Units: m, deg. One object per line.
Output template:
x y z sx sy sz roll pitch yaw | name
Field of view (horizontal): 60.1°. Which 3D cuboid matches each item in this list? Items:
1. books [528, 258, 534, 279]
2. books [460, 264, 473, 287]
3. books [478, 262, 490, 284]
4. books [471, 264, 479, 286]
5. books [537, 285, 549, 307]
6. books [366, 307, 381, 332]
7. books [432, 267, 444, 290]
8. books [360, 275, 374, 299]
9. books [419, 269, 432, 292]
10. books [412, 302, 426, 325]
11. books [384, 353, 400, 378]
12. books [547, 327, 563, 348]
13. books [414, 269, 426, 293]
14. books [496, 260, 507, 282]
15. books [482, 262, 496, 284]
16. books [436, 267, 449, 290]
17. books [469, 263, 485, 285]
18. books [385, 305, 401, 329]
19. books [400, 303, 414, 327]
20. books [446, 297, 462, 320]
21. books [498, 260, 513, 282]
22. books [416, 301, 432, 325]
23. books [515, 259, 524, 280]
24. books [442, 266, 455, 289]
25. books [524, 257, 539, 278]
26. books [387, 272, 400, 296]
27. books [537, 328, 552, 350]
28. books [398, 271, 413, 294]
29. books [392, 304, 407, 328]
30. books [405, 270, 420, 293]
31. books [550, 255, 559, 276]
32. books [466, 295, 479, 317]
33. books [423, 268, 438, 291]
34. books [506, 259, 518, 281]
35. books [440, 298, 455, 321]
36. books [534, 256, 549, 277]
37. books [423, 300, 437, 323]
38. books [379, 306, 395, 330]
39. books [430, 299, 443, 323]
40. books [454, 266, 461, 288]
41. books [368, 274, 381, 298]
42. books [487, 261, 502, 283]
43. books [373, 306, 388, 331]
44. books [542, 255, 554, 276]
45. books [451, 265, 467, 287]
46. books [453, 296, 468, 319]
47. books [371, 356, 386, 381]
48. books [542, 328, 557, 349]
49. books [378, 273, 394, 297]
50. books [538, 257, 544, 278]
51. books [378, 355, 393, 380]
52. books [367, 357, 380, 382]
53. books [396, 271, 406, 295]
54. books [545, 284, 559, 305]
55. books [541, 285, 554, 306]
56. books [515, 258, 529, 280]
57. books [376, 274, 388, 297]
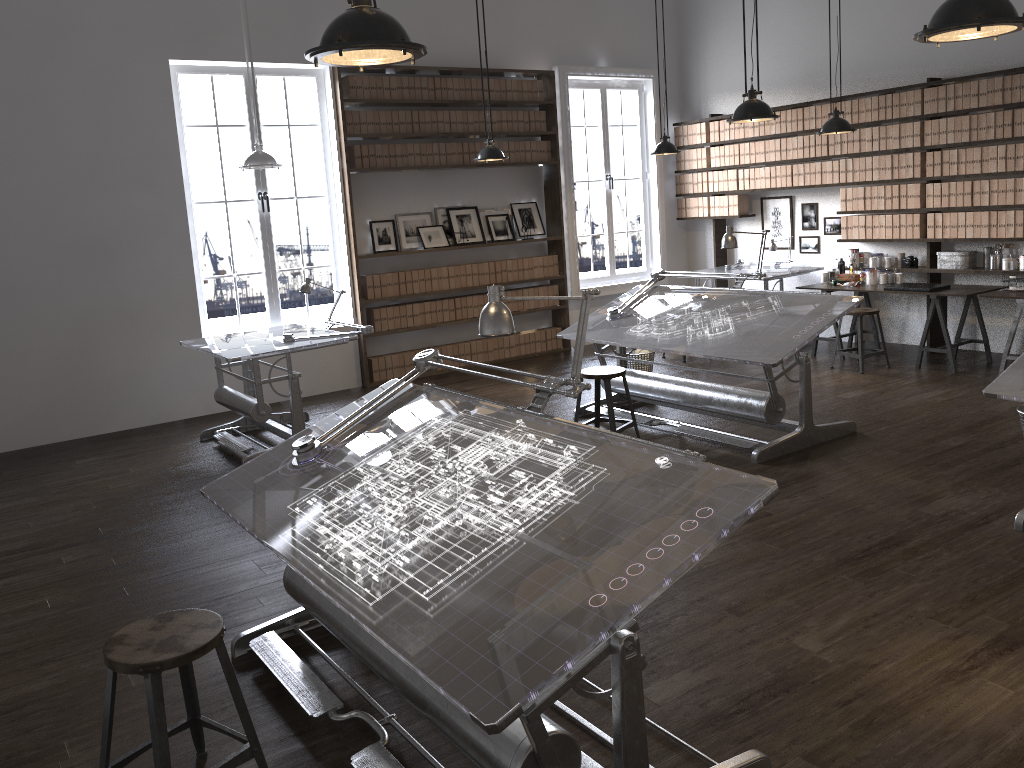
0.157 -1.252 9.581 0.067 0.224 0.175 -10 11 -33 | books
-0.485 -1.121 9.151 0.067 0.224 0.175 -10 11 -33 | books
-0.314 -1.156 9.266 0.067 0.224 0.175 -10 11 -33 | books
-0.424 -1.133 9.188 0.067 0.224 0.175 -10 11 -33 | books
0.320 -0.965 9.724 0.067 0.224 0.175 -10 11 -33 | books
-1.346 -0.625 8.606 0.067 0.224 0.175 -10 11 -33 | books
-0.771 -1.063 8.963 0.067 0.224 0.175 -10 11 -33 | books
-1.404 -0.934 8.538 0.067 0.224 0.175 -10 11 -33 | books
-0.882 -1.041 8.890 0.067 0.224 0.175 -10 11 -33 | books
-0.945 -0.708 8.879 0.067 0.224 0.175 -10 11 -33 | books
-1.189 -0.179 8.763 0.067 0.224 0.175 -10 11 -33 | books
0.480 -0.519 9.877 0.067 0.224 0.175 -10 11 -33 | books
-0.940 -1.029 8.851 0.067 0.224 0.175 -10 11 -33 | books
-0.130 -1.194 9.391 0.067 0.224 0.175 -10 11 -33 | books
-0.253 -1.169 9.310 0.067 0.224 0.175 -10 11 -33 | books
-0.718 -1.074 8.996 0.067 0.224 0.175 -10 11 -33 | books
-0.364 -1.145 9.228 0.067 0.224 0.175 -10 11 -33 | books
-1.173 -0.662 8.730 0.067 0.224 0.175 -10 11 -33 | books
-1.054 -0.685 8.802 0.067 0.224 0.175 -10 11 -33 | books
-0.595 -0.778 9.108 0.067 0.224 0.175 -10 11 -33 | books
-0.069 -1.205 9.427 0.067 0.224 0.175 -10 11 -33 | books
-0.887 -0.718 8.912 0.067 0.224 0.175 -10 11 -33 | books
0.045 -1.229 9.508 0.067 0.224 0.175 -10 11 -33 | books
-0.657 -1.086 9.034 0.067 0.224 0.175 -10 11 -33 | books
0.209 -1.262 9.614 0.067 0.224 0.175 -10 11 -33 | books
-1.181 -0.980 8.691 0.067 0.224 0.175 -10 11 -33 | books
0.358 -0.493 9.792 0.067 0.224 0.175 -10 11 -33 | books
-1.058 -1.005 8.773 0.067 0.224 0.175 -10 11 -33 | books
-1.114 -0.674 8.767 0.067 0.224 0.175 -10 11 -33 | books
-0.996 -1.017 8.809 0.067 0.224 0.175 -10 11 -33 | books
0.435 -1.307 9.760 0.067 0.224 0.175 -10 11 -33 | books
-0.421 -0.814 9.226 0.067 0.224 0.175 -10 11 -33 | books
-0.823 -1.051 8.922 0.067 0.224 0.175 -10 11 -33 | books
-0.013 -1.218 9.469 0.067 0.224 0.175 -10 11 -33 | books
-0.660 -0.766 9.071 0.067 0.224 0.175 -10 11 -33 | books
0.321 -1.285 9.691 0.067 0.224 0.175 -10 11 -33 | books
-0.835 -0.731 8.954 0.067 0.224 0.175 -10 11 -33 | books
-1.228 -0.650 8.688 0.067 0.224 0.175 -10 11 -33 | books
-0.776 -0.742 8.993 0.067 0.224 0.175 -10 11 -33 | books
-0.601 -1.098 9.076 0.067 0.224 0.175 -10 11 -33 | books
-1.342 -0.946 8.575 0.067 0.224 0.175 -10 11 -33 | books
-0.189 -1.181 9.346 0.067 0.224 0.175 -10 11 -33 | books
-1.286 -0.637 8.646 0.067 0.224 0.175 -10 11 -33 | books
0.377 -1.297 9.730 0.067 0.224 0.175 -10 11 -33 | books
-0.545 -1.110 9.116 0.067 0.224 0.175 -10 11 -33 | books
-0.537 -0.791 9.153 0.067 0.224 0.175 -10 11 -33 | books
-1.308 -0.156 8.686 0.067 0.224 0.175 -10 11 -33 | books
0.416 -0.506 9.837 0.067 0.224 0.175 -10 11 -33 | books
-1.233 -0.969 8.653 0.067 0.224 0.175 -10 11 -33 | books
0.265 -1.273 9.649 0.067 0.224 0.175 -10 11 -33 | books
-1.248 -0.167 8.722 0.067 0.224 0.175 -10 11 -33 | books
-1.367 -0.144 8.650 0.067 0.224 0.175 -10 11 -33 | books
-1.116 -0.992 8.728 0.067 0.224 0.175 -10 11 -33 | books
0.440 -0.989 9.798 0.067 0.224 0.175 -10 11 -33 | books
0.379 -0.977 9.763 0.067 0.224 0.175 -10 11 -33 | books
0.104 -1.240 9.540 0.067 0.224 0.175 -10 11 -33 | books
-1.283 -0.958 8.615 0.067 0.224 0.175 -10 11 -33 | books
